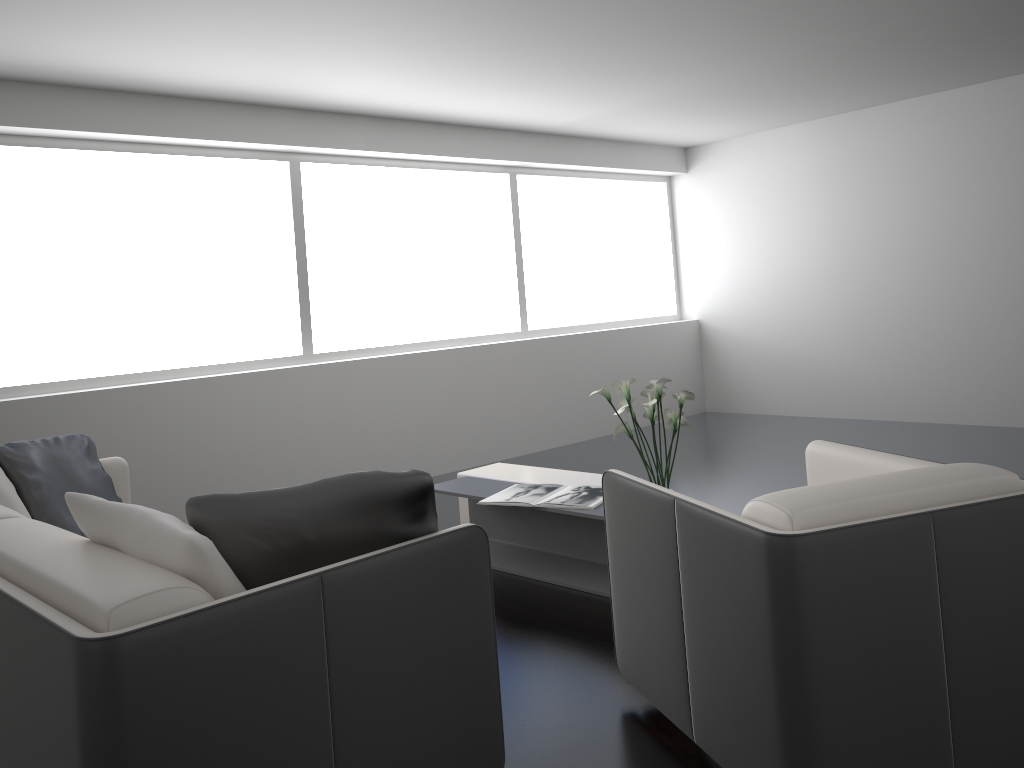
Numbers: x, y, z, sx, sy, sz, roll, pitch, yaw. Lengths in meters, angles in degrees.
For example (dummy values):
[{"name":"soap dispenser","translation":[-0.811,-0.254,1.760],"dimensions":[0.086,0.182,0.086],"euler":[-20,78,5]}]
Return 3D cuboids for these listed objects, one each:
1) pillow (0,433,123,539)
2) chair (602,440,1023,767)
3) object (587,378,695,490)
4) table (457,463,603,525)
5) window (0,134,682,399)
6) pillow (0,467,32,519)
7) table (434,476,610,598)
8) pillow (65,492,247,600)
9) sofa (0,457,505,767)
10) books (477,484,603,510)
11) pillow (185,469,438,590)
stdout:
[{"name":"pillow","translation":[-1.667,0.406,3.302],"dimensions":[0.333,0.436,0.553],"euler":[-4,3,4]},{"name":"chair","translation":[0.781,0.526,2.306],"dimensions":[0.769,0.661,0.919],"euler":[-5,3,-17]},{"name":"object","translation":[0.611,0.364,3.904],"dimensions":[0.376,0.798,0.448],"euler":[-4,0,31]},{"name":"table","translation":[0.172,0.605,4.287],"dimensions":[0.300,0.314,0.966],"euler":[-6,5,-44]},{"name":"window","translation":[-1.423,-0.832,5.839],"dimensions":[8.099,1.432,0.109],"euler":[-9,2,-42]},{"name":"pillow","translation":[-1.794,0.443,3.057],"dimensions":[0.300,0.508,0.586],"euler":[-5,2,-38]},{"name":"table","translation":[0.122,0.646,3.884],"dimensions":[0.300,0.314,1.254],"euler":[-6,5,-44]},{"name":"pillow","translation":[-0.729,0.480,1.992],"dimensions":[0.582,0.500,0.325],"euler":[-2,2,37]},{"name":"sofa","translation":[-1.139,0.648,2.561],"dimensions":[0.924,0.660,2.233],"euler":[-7,5,-44]},{"name":"books","translation":[0.170,0.482,3.824],"dimensions":[0.547,0.017,0.360],"euler":[-2,6,28]},{"name":"pillow","translation":[-0.432,0.418,2.067],"dimensions":[0.565,0.450,0.278],"euler":[-4,0,2]}]
